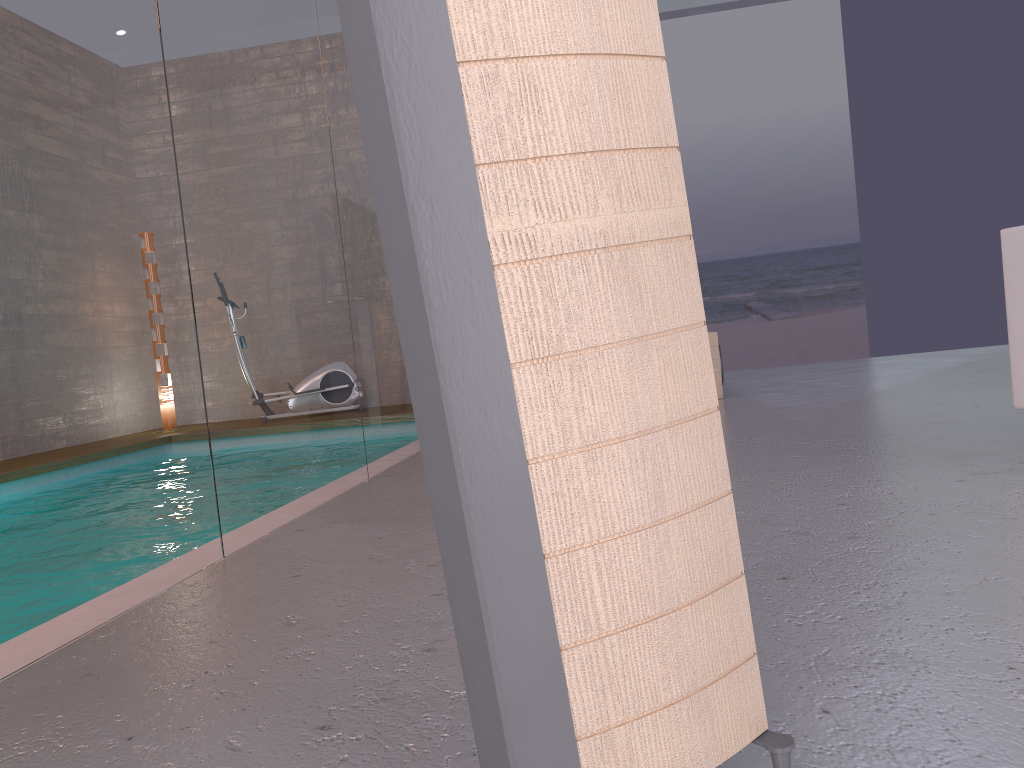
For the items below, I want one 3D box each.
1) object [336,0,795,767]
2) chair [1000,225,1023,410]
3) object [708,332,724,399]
[{"bbox_3d":[0.002,-0.251,0.924,0.444,1.473,0.244,-8,3,-36],"label":"object"},{"bbox_3d":[2.112,-0.201,2.411,0.936,0.808,1.026,-7,3,-21],"label":"chair"},{"bbox_3d":[1.187,-0.115,6.344,0.604,0.459,0.514,-6,3,9],"label":"object"}]
